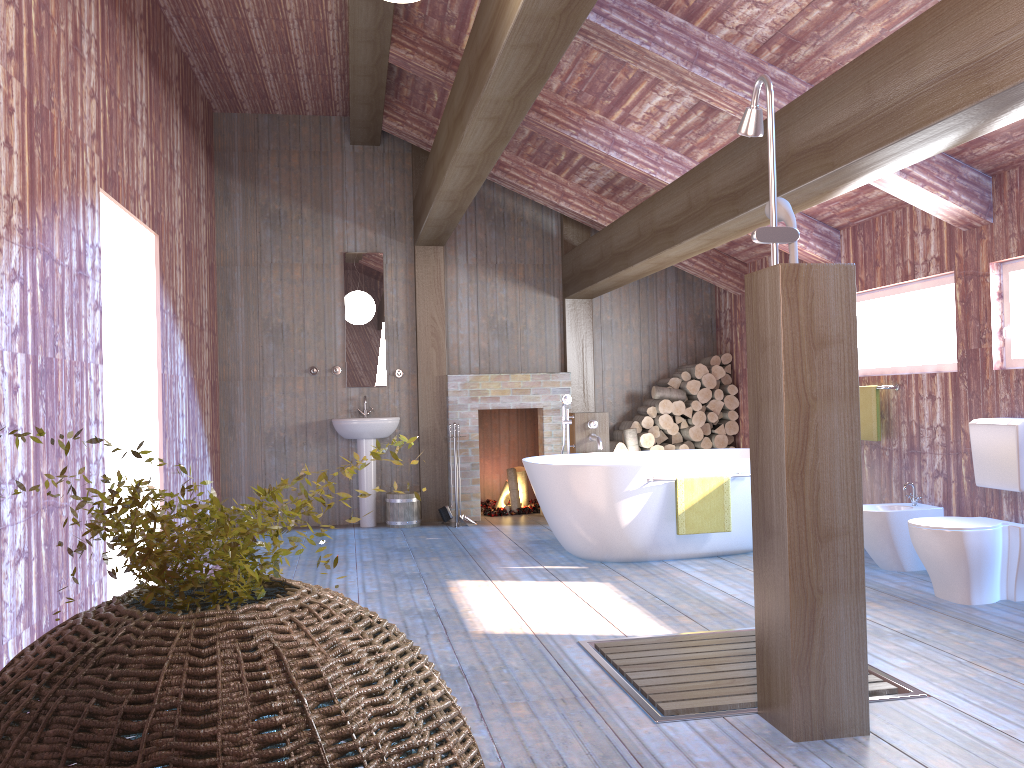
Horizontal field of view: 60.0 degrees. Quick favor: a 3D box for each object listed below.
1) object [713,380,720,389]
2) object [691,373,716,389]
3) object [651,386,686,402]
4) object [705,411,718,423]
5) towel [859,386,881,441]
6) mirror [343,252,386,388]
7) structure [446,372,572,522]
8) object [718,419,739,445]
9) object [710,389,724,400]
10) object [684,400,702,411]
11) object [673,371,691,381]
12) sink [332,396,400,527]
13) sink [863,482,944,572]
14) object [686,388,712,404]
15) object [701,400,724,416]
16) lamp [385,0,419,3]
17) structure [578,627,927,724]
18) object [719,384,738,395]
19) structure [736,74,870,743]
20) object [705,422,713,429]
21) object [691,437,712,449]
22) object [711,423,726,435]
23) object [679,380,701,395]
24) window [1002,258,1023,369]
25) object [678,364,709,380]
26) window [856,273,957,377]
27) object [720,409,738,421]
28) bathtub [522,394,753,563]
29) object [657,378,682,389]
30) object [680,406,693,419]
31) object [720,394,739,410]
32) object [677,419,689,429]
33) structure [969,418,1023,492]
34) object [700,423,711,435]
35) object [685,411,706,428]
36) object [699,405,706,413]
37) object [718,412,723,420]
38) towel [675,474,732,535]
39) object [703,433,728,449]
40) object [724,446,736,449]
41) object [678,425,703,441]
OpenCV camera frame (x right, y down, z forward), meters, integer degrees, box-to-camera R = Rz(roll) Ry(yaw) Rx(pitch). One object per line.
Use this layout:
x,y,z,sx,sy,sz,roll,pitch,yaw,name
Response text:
1.830,0.017,8.308,0.132,0.119,0.319,-1,-1,-9,object
1.727,-0.022,8.188,0.141,0.143,0.437,-1,-1,-12,object
1.418,0.093,8.023,0.302,0.157,0.121,-1,-1,-10,object
1.767,0.299,8.186,0.102,0.109,0.438,-1,-1,-10,object
2.335,0.195,5.907,0.032,0.361,0.370,-1,-1,-10,towel
-1.307,-0.571,7.885,0.350,1.199,0.009,-1,-1,-11,mirror
-0.022,0.568,8.028,1.130,1.330,0.226,-1,-1,-11,structure
1.951,0.451,8.228,0.137,0.256,0.439,-1,-1,-10,object
1.829,0.100,8.202,0.089,0.106,0.437,-1,-1,-9,object
1.617,0.195,8.158,0.102,0.109,0.438,-1,-1,-10,object
1.560,-0.069,8.146,0.094,0.097,0.227,-1,-1,-10,object
-1.251,0.670,7.657,0.582,1.143,0.475,-1,-1,-11,sink
2.274,0.853,5.315,0.515,0.517,0.335,-1,-1,-10,sink
1.692,0.115,8.178,0.143,0.151,0.440,-1,-1,-10,object
1.795,0.218,8.224,0.172,0.151,0.482,-1,-1,-9,object
-0.365,-1.745,2.819,0.174,1.001,0.174,-1,-1,-30,lamp
0.871,1.138,3.498,1.000,0.067,1.000,-1,-1,-11,structure
1.957,0.053,8.228,0.102,0.109,0.438,-1,-1,-10,object
0.961,0.013,2.986,0.328,2.209,0.522,-2,-1,10,structure
1.785,0.381,8.176,0.065,0.069,0.177,-1,-1,-11,object
1.723,0.536,8.149,0.114,0.113,0.301,-1,-1,-13,object
1.839,0.408,8.199,0.115,0.112,0.423,-1,-1,-10,object
1.590,0.029,8.179,0.139,0.148,0.458,-1,-1,-10,object
2.789,-0.381,4.198,0.054,0.587,1.255,-1,-1,-10,window
1.671,-0.112,8.197,0.135,0.139,0.456,-1,-1,-9,object
2.531,-0.351,5.723,0.054,0.587,1.255,-1,-1,-10,window
1.959,0.285,8.223,0.102,0.109,0.438,-1,-1,-10,object
1.045,0.606,6.121,1.935,1.109,1.460,-2,-1,11,bathtub
1.458,0.005,8.234,0.140,0.121,0.319,-1,-1,-9,object
1.531,0.268,8.140,0.109,0.124,0.424,-1,-1,-11,object
1.947,0.166,8.227,0.147,0.152,0.439,-1,-1,-10,object
1.536,0.358,8.147,0.085,0.096,0.280,-1,-1,-10,object
2.558,0.359,4.574,0.182,0.363,0.358,-1,-1,-10,structure
1.717,0.409,8.162,0.111,0.118,0.302,-1,-1,-11,object
1.641,0.323,8.164,0.136,0.157,0.439,-1,-1,-10,object
1.695,0.241,8.153,0.095,0.090,0.278,-1,-1,-9,object
1.890,0.288,8.256,0.088,0.092,0.280,-1,-1,-10,object
1.202,0.757,5.566,0.370,0.361,0.032,-1,-1,-14,towel
1.840,0.525,8.204,0.137,0.133,0.437,-1,-1,-12,object
1.943,0.638,8.234,0.139,0.137,0.455,-1,-1,-12,object
1.602,0.448,8.153,0.141,0.143,0.437,-1,-1,-12,object
